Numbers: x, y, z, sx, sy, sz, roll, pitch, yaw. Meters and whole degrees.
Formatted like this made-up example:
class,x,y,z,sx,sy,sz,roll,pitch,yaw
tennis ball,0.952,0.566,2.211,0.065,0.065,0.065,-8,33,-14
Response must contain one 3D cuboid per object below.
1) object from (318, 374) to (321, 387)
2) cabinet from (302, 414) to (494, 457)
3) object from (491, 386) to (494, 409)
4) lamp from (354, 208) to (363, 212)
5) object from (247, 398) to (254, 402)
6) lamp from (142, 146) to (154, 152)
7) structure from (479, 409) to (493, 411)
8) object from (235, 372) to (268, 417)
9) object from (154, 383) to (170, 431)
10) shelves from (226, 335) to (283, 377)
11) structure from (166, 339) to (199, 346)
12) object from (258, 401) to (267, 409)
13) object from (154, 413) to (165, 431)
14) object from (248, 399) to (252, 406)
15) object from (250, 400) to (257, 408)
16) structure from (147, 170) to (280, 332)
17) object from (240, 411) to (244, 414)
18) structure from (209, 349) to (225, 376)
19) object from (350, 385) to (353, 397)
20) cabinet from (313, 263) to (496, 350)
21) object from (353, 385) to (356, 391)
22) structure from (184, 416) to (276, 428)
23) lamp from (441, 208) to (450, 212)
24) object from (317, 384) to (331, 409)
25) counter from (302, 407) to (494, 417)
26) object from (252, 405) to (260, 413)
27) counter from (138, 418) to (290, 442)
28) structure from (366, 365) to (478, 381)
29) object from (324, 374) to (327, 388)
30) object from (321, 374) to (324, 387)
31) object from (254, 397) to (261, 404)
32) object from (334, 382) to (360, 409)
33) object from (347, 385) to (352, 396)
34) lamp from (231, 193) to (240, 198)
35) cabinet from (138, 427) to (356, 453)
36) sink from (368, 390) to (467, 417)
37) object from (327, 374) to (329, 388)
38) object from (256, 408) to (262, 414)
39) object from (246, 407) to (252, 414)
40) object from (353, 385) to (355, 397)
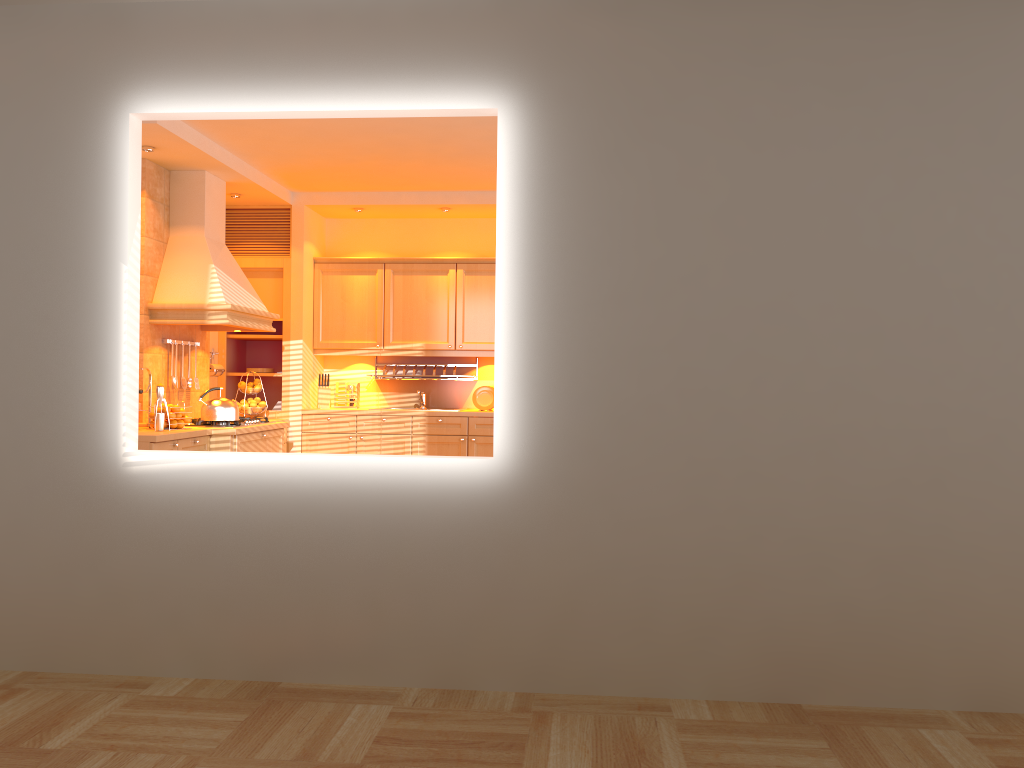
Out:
class,x,y,z,sx,sy,sz,roll,pitch,yaw
object,-1.595,0.046,7.355,0.019,0.265,0.037,1,0,-31
cabinet,-0.174,0.330,7.289,3.000,1.700,0.625,1,0,5
object,-0.204,0.115,7.385,0.205,0.200,0.049,1,0,6
lamp,-1.257,-1.424,7.261,0.070,0.021,0.070,1,0,-35
object,-2.067,0.130,7.010,0.050,0.048,0.051,1,0,38
lamp,-2.220,-1.432,5.408,0.070,0.021,0.070,1,0,-12
structure,-0.215,0.216,7.297,0.084,0.010,0.219,1,0,8
object,-2.066,0.090,7.010,0.265,0.376,0.265,1,0,-36
object,-2.106,0.138,5.287,0.101,0.288,0.088,1,0,5
shelves,-2.061,-0.049,7.470,0.600,0.702,0.582,1,0,5
structure,-2.285,-0.287,6.171,0.009,0.024,0.506,1,0,5
object,-1.968,0.163,6.995,0.064,0.060,0.063,1,0,20
object,-2.106,0.228,5.302,0.060,0.106,0.060,1,0,-27
object,-2.044,0.149,6.963,0.063,0.061,0.063,1,0,-22
object,-2.016,0.157,6.914,0.056,0.063,0.065,1,0,-19
structure,-0.546,-0.850,6.733,4.091,1.148,1.061,1,0,-21
object,-2.115,0.212,6.980,0.046,0.043,0.047,1,0,-35
structure,-2.342,-0.171,6.935,0.126,0.220,0.320,1,0,5
object,-1.354,0.106,7.493,0.017,0.196,0.020,1,0,30
cabinet,-0.747,-0.640,7.483,1.792,0.712,0.332,1,0,5
object,-1.354,0.103,7.533,0.042,0.192,0.040,1,0,-35
structure,-2.015,0.258,6.153,0.494,0.051,0.797,1,0,5
lamp,-0.540,-1.414,7.204,0.070,0.021,0.070,1,0,44
object,-1.566,0.104,7.382,0.100,0.200,0.070,1,0,-22
counter,-0.769,0.233,7.352,1.800,0.038,0.600,1,0,5
object,-2.006,0.196,6.957,0.064,0.062,0.064,1,0,-8
counter,-2.101,0.299,6.035,0.770,0.038,2.250,1,0,5
structure,-0.753,-0.098,7.501,0.900,0.126,0.300,1,0,5
object,-1.552,0.046,7.372,0.019,0.265,0.038,1,0,-12
object,-1.574,0.046,7.363,0.019,0.265,0.038,1,0,-12
object,-2.006,0.129,6.988,0.050,0.052,0.049,1,0,12
object,-1.399,0.096,7.527,0.200,0.221,0.103,1,0,5
object,-1.369,0.103,7.486,0.042,0.192,0.040,1,0,-34
lamp,-2.106,-1.433,6.755,0.070,0.021,0.070,1,0,-12
cabinet,-1.897,0.740,6.319,1.141,0.840,2.850,1,0,5
sink,-0.770,0.220,7.350,0.746,0.336,0.465,1,0,5
object,-1.530,0.046,7.380,0.019,0.265,0.037,1,0,-12
object,-2.012,0.205,7.023,0.063,0.061,0.064,1,0,-17
object,-2.065,0.209,6.961,0.052,0.056,0.057,1,0,-33
object,-1.343,0.106,7.497,0.022,0.196,0.018,1,0,9
